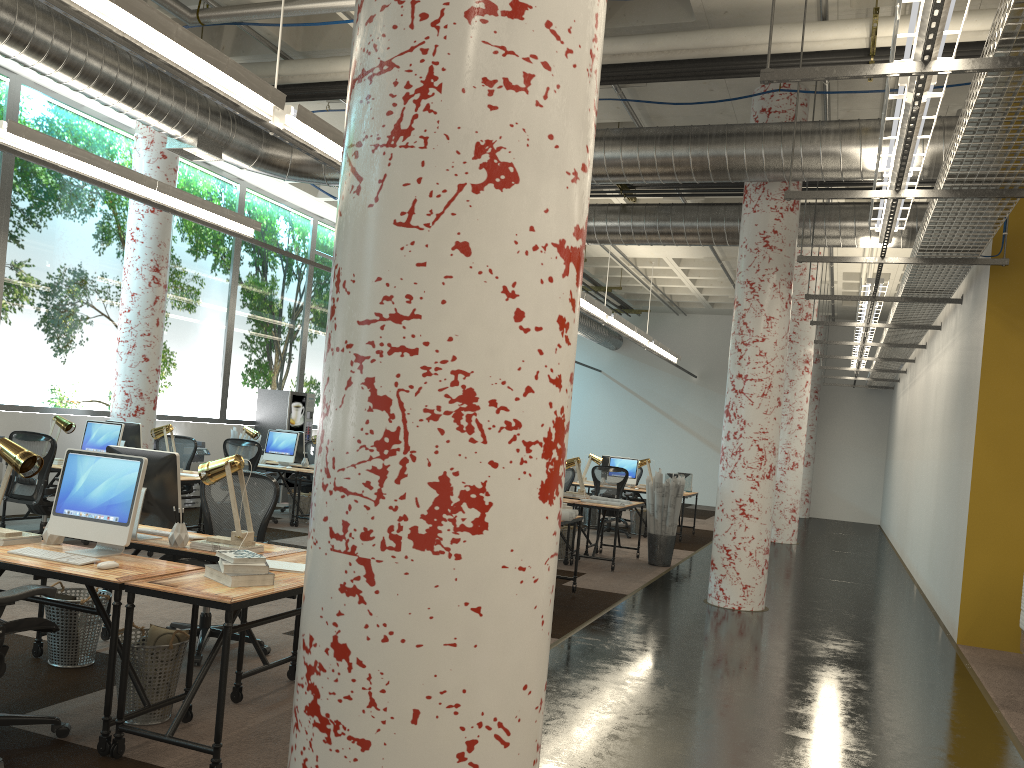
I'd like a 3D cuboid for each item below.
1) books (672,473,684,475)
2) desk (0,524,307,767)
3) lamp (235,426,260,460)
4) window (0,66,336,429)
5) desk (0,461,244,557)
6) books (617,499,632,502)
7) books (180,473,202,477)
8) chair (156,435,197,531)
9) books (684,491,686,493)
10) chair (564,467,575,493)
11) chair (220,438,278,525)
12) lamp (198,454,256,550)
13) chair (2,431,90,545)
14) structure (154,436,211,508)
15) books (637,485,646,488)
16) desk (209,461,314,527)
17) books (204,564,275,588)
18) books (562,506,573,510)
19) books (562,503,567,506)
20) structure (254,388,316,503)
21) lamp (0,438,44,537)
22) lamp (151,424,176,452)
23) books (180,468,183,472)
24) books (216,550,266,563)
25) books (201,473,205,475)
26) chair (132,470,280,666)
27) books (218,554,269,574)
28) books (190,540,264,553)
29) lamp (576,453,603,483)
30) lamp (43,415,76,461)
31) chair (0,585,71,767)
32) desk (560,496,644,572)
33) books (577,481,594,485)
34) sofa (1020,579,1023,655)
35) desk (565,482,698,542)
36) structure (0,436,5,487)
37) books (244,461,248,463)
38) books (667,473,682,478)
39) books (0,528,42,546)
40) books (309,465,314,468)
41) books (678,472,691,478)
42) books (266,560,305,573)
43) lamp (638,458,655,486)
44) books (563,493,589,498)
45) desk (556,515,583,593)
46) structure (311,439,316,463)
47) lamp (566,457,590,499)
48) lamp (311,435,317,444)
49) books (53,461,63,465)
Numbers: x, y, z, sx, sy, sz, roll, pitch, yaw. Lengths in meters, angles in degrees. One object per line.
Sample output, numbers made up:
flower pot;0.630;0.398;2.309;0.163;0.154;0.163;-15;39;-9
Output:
books;2.600;1.583;14.096;0.233;0.310;0.068;5;0;20
desk;-1.790;1.200;4.421;1.937;0.724;1.404;4;-3;20
lamp;-3.695;0.878;12.175;0.526;0.611;0.209;4;-1;40
window;-4.667;-1.342;12.706;0.050;3.760;26.269;5;-3;21
desk;-4.033;1.260;9.295;1.937;0.724;1.404;4;-3;20
books;1.350;1.466;11.181;0.244;0.019;0.205;7;-4;-32
books;-3.352;0.941;9.153;0.243;0.019;0.205;5;-3;-2
chair;-4.041;1.133;10.265;0.770;1.085;0.793;5;-1;4
books;2.740;1.768;14.610;0.200;0.024;0.235;5;-3;-6
chair;0.502;1.624;11.920;0.770;1.085;0.793;5;-1;4
chair;-3.416;1.250;11.429;0.770;1.085;0.793;5;-1;4
lamp;-1.449;0.677;4.649;0.526;0.611;0.219;4;-1;40
chair;-4.495;0.999;8.498;0.770;1.085;0.793;5;-1;4
structure;-4.661;1.202;12.352;0.502;1.057;1.060;5;-1;20
books;2.267;1.733;14.892;0.308;0.038;0.226;4;-3;21
desk;-2.955;1.511;12.226;1.937;0.724;1.404;4;-3;20
books;-1.195;0.835;3.874;0.201;0.050;0.271;8;-4;-42
books;0.407;1.140;8.227;0.257;0.044;0.193;3;-4;38
books;0.403;1.107;8.213;0.184;0.030;0.153;4;-3;18
structure;-3.784;1.024;14.642;0.637;1.810;0.751;5;0;20
lamp;-2.534;0.566;4.366;0.526;0.611;0.219;4;-1;40
lamp;-3.695;0.737;9.519;0.526;0.611;0.209;4;-1;40
books;-3.741;0.915;9.538;0.308;0.038;0.226;4;-3;21
books;-1.193;0.758;3.892;0.153;0.030;0.184;8;-4;-42
books;-3.193;0.968;9.462;0.200;0.024;0.235;5;-3;-6
chair;-1.799;1.073;5.391;0.770;1.085;0.793;5;-1;4
books;-1.183;0.791;3.900;0.193;0.044;0.257;6;-3;-22
books;-1.499;0.855;4.664;0.308;0.038;0.226;4;-3;21
lamp;1.232;1.444;14.594;0.526;0.611;0.219;4;-1;40
lamp;-4.777;0.626;9.240;0.526;0.611;0.219;4;-1;40
chair;-2.252;0.939;3.624;0.770;1.085;0.793;5;-1;4
desk;0.510;1.751;10.949;1.937;0.724;1.404;4;-3;20
books;1.250;1.626;14.578;0.308;0.038;0.226;4;-3;21
sofa;4.412;1.679;5.221;2.015;0.931;2.863;4;-3;20
desk;1.976;2.077;14.649;1.937;0.724;1.404;4;-3;20
structure;-5.776;0.942;9.313;0.502;1.057;1.060;5;-1;20
books;-3.680;1.059;12.156;0.308;0.038;0.226;4;-3;21
books;2.549;1.571;13.957;0.233;0.310;0.068;5;0;20
books;-2.516;0.748;4.351;0.308;0.038;0.226;4;-3;21
books;-2.663;1.166;12.469;0.308;0.038;0.226;4;-3;21
books;2.898;1.652;14.906;0.233;0.310;0.068;5;0;20
books;-1.109;0.881;4.279;0.243;0.019;0.205;5;-3;-2
lamp;2.317;1.555;14.877;0.526;0.611;0.219;4;-1;40
books;0.802;1.406;11.193;0.308;0.038;0.226;4;-3;21
desk;-0.506;1.481;7.987;1.937;0.724;1.404;4;-3;20
structure;-3.286;1.523;16.091;0.502;1.057;1.060;5;-1;20
lamp;0.848;1.228;11.174;0.526;0.611;0.209;4;-1;40
lamp;-2.613;0.989;12.454;0.526;0.611;0.219;4;-1;40
books;-4.758;0.808;9.225;0.308;0.038;0.226;4;-3;21
